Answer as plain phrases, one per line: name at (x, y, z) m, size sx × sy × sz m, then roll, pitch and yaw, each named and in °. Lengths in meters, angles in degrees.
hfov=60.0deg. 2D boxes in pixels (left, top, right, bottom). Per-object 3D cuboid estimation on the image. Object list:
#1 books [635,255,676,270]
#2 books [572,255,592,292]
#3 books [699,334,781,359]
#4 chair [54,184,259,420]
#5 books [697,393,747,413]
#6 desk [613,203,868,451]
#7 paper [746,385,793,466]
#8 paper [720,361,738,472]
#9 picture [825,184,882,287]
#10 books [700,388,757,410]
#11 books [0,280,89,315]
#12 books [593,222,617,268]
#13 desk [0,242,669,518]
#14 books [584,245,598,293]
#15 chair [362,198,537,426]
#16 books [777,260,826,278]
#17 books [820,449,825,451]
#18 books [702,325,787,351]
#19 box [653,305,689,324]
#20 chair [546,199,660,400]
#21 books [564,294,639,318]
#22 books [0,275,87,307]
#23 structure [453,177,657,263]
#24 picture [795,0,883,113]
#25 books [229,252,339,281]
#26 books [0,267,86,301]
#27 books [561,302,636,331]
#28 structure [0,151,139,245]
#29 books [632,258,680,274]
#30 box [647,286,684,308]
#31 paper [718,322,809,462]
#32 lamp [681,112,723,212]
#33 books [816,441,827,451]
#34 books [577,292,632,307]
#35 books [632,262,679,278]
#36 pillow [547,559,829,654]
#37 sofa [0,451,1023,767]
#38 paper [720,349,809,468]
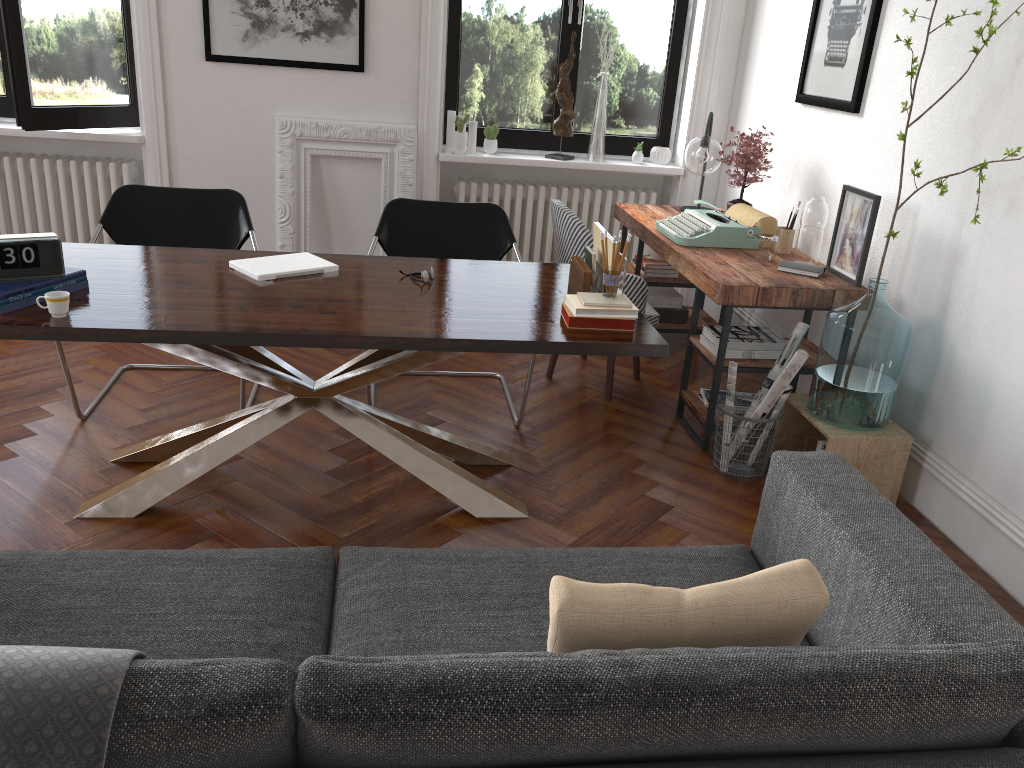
books at (0.825, -0.696, 5.067) m, size 0.190 × 0.023 × 0.237 m, roll 1°, pitch 22°, yaw -9°
books at (0.243, -0.372, 3.155) m, size 0.028 × 0.125 × 0.219 m, roll 1°, pitch 22°, yaw -8°
books at (0.997, -0.164, 3.843) m, size 0.309 × 0.038 × 0.224 m, roll 1°, pitch 22°, yaw -9°
chair at (-1.455, -0.341, 3.775) m, size 0.752 × 0.879 × 0.740 m, roll 1°, pitch 22°, yaw -8°
books at (0.990, 0.085, 3.988) m, size 0.268 × 0.014 × 0.194 m, roll 1°, pitch 22°, yaw -10°
desk at (1.005, -0.365, 4.525) m, size 0.647 × 0.763 × 1.784 m, roll 1°, pitch 22°, yaw -8°
paper at (1.053, 0.178, 3.640) m, size 0.126 × 0.391 × 0.025 m, roll 10°, pitch 23°, yaw 12°
paper at (0.877, 0.139, 3.590) m, size 0.073 × 0.482 × 0.033 m, roll 16°, pitch 25°, yaw 25°
picture at (1.420, -0.623, 3.704) m, size 0.023 × 0.372 × 0.280 m, roll 1°, pitch 22°, yaw -8°
books at (0.991, 0.071, 3.982) m, size 0.268 × 0.014 × 0.194 m, roll 5°, pitch 21°, yaw 2°
books at (-1.531, -0.288, 2.713) m, size 0.264 × 0.027 × 0.345 m, roll 11°, pitch 22°, yaw 15°
books at (0.331, -0.431, 3.167) m, size 0.043 × 0.241 × 0.307 m, roll 1°, pitch 22°, yaw -9°
desk at (-0.707, 0.021, 3.167) m, size 2.226 × 0.757 × 1.022 m, roll 1°, pitch 22°, yaw -8°
books at (0.284, -0.407, 3.192) m, size 0.041 × 0.158 × 0.127 m, roll 1°, pitch 22°, yaw -8°
chair at (-0.292, -0.315, 3.948) m, size 0.752 × 0.879 × 0.740 m, roll 1°, pitch 22°, yaw -8°
books at (1.233, -0.502, 3.830) m, size 0.213 × 0.031 × 0.128 m, roll 16°, pitch 24°, yaw 26°
books at (1.253, 0.361, 3.434) m, size 0.170 × 0.234 × 0.012 m, roll 1°, pitch 22°, yaw -8°
books at (1.008, -0.199, 3.838) m, size 0.309 × 0.038 × 0.224 m, roll 1°, pitch 22°, yaw -8°
box at (0.834, -0.439, 5.195) m, size 0.318 × 0.083 × 0.294 m, roll 1°, pitch 22°, yaw -8°
chair at (0.428, -0.440, 4.394) m, size 0.547 × 0.906 × 0.711 m, roll -2°, pitch 23°, yaw -15°
books at (0.288, -0.253, 2.877) m, size 0.207 × 0.029 × 0.163 m, roll 1°, pitch 22°, yaw -10°
books at (-1.520, -0.303, 2.694) m, size 0.250 × 0.017 × 0.342 m, roll 11°, pitch 22°, yaw 15°
structure at (0.264, -0.937, 5.920) m, size 1.453 × 0.784 × 0.223 m, roll 1°, pitch 22°, yaw -8°
picture at (1.552, -1.718, 4.139) m, size 0.050 × 0.822 × 0.629 m, roll 1°, pitch 22°, yaw -8°
books at (-0.827, -0.428, 3.225) m, size 0.324 × 0.026 × 0.230 m, roll -15°, pitch 29°, yaw -40°
books at (-1.519, -0.319, 2.688) m, size 0.250 × 0.017 × 0.342 m, roll 11°, pitch 22°, yaw 15°
books at (0.278, -0.220, 2.885) m, size 0.215 × 0.040 × 0.158 m, roll 2°, pitch 22°, yaw -7°
structure at (-2.972, -1.008, 5.441) m, size 1.453 × 0.784 × 0.223 m, roll 1°, pitch 22°, yaw -8°
books at (0.823, -0.676, 5.073) m, size 0.209 × 0.023 × 0.249 m, roll 1°, pitch 22°, yaw -9°
box at (0.839, -0.511, 5.170) m, size 0.256 × 0.067 × 0.236 m, roll 1°, pitch 22°, yaw -8°
paper at (1.034, 0.046, 3.654) m, size 0.294 × 0.631 × 0.047 m, roll -2°, pitch 23°, yaw -15°
lamp at (1.046, -1.203, 4.859) m, size 0.207 × 0.554 × 0.438 m, roll 10°, pitch 23°, yaw 13°
books at (1.257, 0.338, 3.459) m, size 0.187 × 0.259 × 0.053 m, roll 1°, pitch 22°, yaw -8°
books at (0.300, -0.275, 2.882) m, size 0.159 × 0.008 × 0.127 m, roll 2°, pitch 22°, yaw -7°
books at (0.821, -0.655, 5.083) m, size 0.209 × 0.024 × 0.246 m, roll 1°, pitch 22°, yaw -9°
pillow at (0.274, 0.490, 1.569) m, size 0.486 × 0.464 × 0.223 m, roll 1°, pitch 22°, yaw -9°
sofa at (-0.368, 0.626, 1.713) m, size 2.645 × 0.835 × 1.252 m, roll 1°, pitch 22°, yaw -8°
paper at (0.977, 0.111, 3.473) m, size 0.047 × 0.614 × 0.328 m, roll -7°, pitch 25°, yaw -27°
